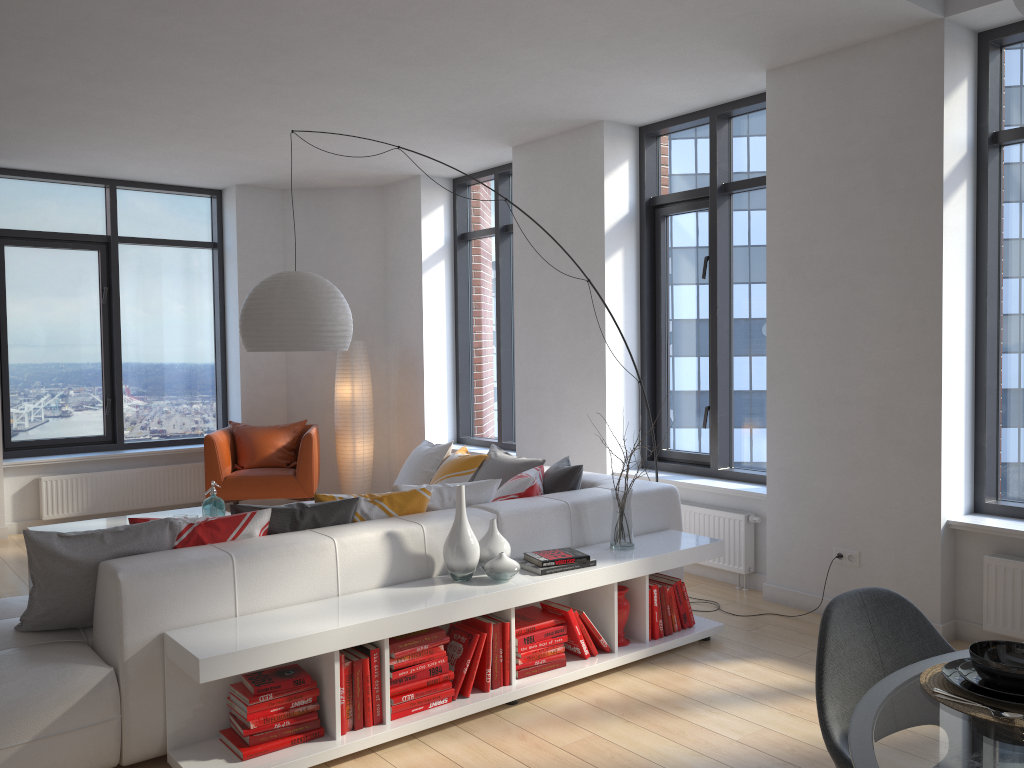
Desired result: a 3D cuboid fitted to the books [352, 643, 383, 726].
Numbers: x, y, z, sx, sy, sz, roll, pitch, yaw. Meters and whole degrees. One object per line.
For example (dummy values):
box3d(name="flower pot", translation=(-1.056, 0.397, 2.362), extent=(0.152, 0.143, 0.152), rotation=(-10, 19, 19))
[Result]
box3d(name="books", translation=(-0.564, 1.114, 3.357), extent=(0.049, 0.291, 0.214), rotation=(-3, 3, -38))

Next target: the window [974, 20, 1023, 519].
box3d(name="window", translation=(2.796, -0.533, 3.992), extent=(0.170, 2.402, 1.310), rotation=(-3, 3, -38))

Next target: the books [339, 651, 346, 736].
box3d(name="books", translation=(-0.675, 1.119, 3.270), extent=(0.036, 0.294, 0.208), rotation=(-3, 3, -38))

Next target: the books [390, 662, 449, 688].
box3d(name="books", translation=(-0.422, 1.119, 3.489), extent=(0.279, 0.039, 0.206), rotation=(-3, 3, -37))

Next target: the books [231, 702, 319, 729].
box3d(name="books", translation=(-0.852, 1.165, 3.190), extent=(0.257, 0.025, 0.182), rotation=(-3, 3, -38))

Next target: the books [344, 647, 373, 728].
box3d(name="books", translation=(-0.587, 1.131, 3.332), extent=(0.042, 0.259, 0.195), rotation=(-3, 3, -38))

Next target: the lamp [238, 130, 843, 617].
box3d(name="lamp", translation=(0.137, -0.058, 4.904), extent=(3.199, 2.647, 0.710), rotation=(-1, 2, -2))

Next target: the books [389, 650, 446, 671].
box3d(name="books", translation=(-0.405, 1.061, 3.474), extent=(0.236, 0.023, 0.178), rotation=(-3, 3, -38))

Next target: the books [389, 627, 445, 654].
box3d(name="books", translation=(-0.426, 0.983, 3.468), extent=(0.259, 0.034, 0.206), rotation=(-3, 3, -41))

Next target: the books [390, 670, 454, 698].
box3d(name="books", translation=(-0.416, 1.154, 3.493), extent=(0.301, 0.032, 0.227), rotation=(-3, 3, -38))

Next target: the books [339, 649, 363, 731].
box3d(name="books", translation=(-0.624, 1.133, 3.316), extent=(0.034, 0.259, 0.207), rotation=(-3, 3, -38))

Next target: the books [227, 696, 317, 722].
box3d(name="books", translation=(-0.866, 1.140, 3.200), extent=(0.261, 0.028, 0.191), rotation=(-3, 3, -38))

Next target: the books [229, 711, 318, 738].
box3d(name="books", translation=(-0.856, 1.191, 3.180), extent=(0.266, 0.026, 0.187), rotation=(-2, 3, -33))

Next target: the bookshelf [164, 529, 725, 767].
box3d(name="bookshelf", translation=(-0.073, 1.067, 3.747), extent=(2.600, 0.500, 0.356), rotation=(-3, 3, -38))

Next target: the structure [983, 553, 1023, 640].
box3d(name="structure", translation=(2.578, 1.049, 3.827), extent=(0.110, 0.460, 1.015), rotation=(-3, 3, -38))

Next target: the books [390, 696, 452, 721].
box3d(name="books", translation=(-0.405, 1.239, 3.476), extent=(0.274, 0.029, 0.200), rotation=(-3, 3, -38))

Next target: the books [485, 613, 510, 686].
box3d(name="books", translation=(-0.070, 1.105, 3.708), extent=(0.028, 0.269, 0.181), rotation=(-3, 3, -38))

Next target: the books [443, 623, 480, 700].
box3d(name="books", translation=(-0.236, 1.121, 3.597), extent=(0.144, 0.247, 0.188), rotation=(-3, 3, -38))

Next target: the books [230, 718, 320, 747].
box3d(name="books", translation=(-0.853, 1.220, 3.193), extent=(0.259, 0.034, 0.206), rotation=(-2, 3, -35))

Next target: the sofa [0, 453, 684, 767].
box3d(name="sofa", translation=(-1.197, 0.924, 4.748), extent=(3.424, 0.732, 2.614), rotation=(-3, 3, -38))

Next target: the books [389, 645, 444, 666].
box3d(name="books", translation=(-0.425, 1.038, 3.468), extent=(0.257, 0.025, 0.182), rotation=(-3, 3, -38))

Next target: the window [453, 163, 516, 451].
box3d(name="window", translation=(-0.052, -0.643, 7.603), extent=(0.170, 2.402, 1.310), rotation=(-3, 3, -38))

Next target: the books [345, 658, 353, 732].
box3d(name="books", translation=(-0.650, 1.135, 3.295), extent=(0.031, 0.255, 0.181), rotation=(-3, 3, -38))

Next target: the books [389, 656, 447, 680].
box3d(name="books", translation=(-0.415, 1.087, 3.473), extent=(0.261, 0.027, 0.191), rotation=(-3, 3, -42))

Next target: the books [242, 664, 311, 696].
box3d(name="books", translation=(-0.846, 1.060, 3.184), extent=(0.206, 0.029, 0.152), rotation=(-2, 3, -32))

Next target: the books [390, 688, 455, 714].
box3d(name="books", translation=(-0.393, 1.210, 3.463), extent=(0.282, 0.030, 0.188), rotation=(-2, 3, -37))

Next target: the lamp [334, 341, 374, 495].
box3d(name="lamp", translation=(-1.234, 0.385, 7.958), extent=(0.804, 1.550, 0.502), rotation=(0, 2, 12))

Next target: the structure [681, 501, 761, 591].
box3d(name="structure", translation=(1.154, 0.994, 5.631), extent=(0.110, 0.460, 1.015), rotation=(-3, 3, -38))

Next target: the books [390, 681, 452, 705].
box3d(name="books", translation=(-0.397, 1.183, 3.464), extent=(0.266, 0.026, 0.187), rotation=(-3, 3, -39))

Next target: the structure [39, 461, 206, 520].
box3d(name="structure", translation=(-3.307, 0.965, 7.755), extent=(1.474, 0.460, 0.110), rotation=(-3, 3, -38))

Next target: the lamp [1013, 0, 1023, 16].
box3d(name="lamp", translation=(1.246, -2.692, 1.156), extent=(1.000, 4.513, 1.000), rotation=(-2, 3, -36))

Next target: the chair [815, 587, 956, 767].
box3d(name="chair", translation=(0.964, 0.932, 1.834), extent=(0.655, 0.891, 0.619), rotation=(-2, 3, -32))

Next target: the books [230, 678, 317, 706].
box3d(name="books", translation=(-0.858, 1.087, 3.188), extent=(0.254, 0.025, 0.178), rotation=(-3, 3, -39))

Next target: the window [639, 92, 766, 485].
box3d(name="window", translation=(1.373, -0.588, 5.797), extent=(0.170, 2.402, 1.310), rotation=(-3, 3, -38))

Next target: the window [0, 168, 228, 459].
box3d(name="window", translation=(-3.556, -0.611, 7.930), extent=(1.960, 2.402, 0.170), rotation=(-3, 3, -38))

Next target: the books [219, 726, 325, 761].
box3d(name="books", translation=(-0.861, 1.254, 3.178), extent=(0.301, 0.032, 0.227), rotation=(-3, 3, -38))

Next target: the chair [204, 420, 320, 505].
box3d(name="chair", translation=(-2.103, 0.753, 7.640), extent=(0.896, 0.858, 0.843), rotation=(-1, 2, -6))

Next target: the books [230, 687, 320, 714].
box3d(name="books", translation=(-0.854, 1.112, 3.187), extent=(0.269, 0.028, 0.179), rotation=(-2, 3, -37))

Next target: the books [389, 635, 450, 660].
box3d(name="books", translation=(-0.406, 1.012, 3.474), extent=(0.266, 0.026, 0.187), rotation=(-3, 3, -44))
